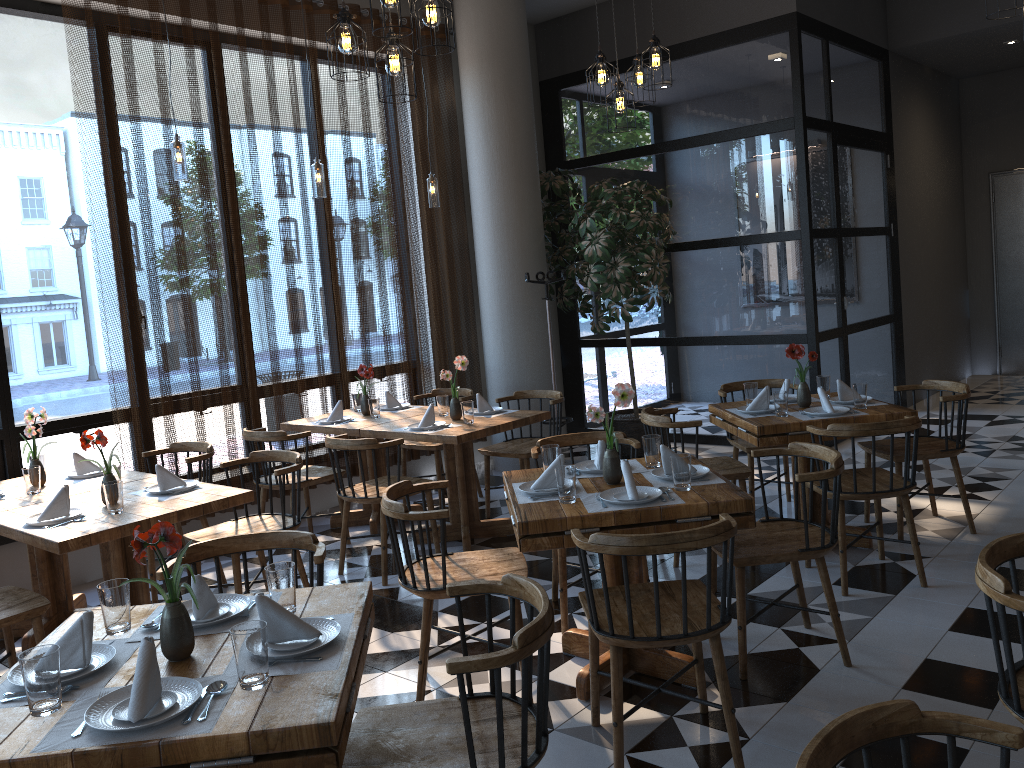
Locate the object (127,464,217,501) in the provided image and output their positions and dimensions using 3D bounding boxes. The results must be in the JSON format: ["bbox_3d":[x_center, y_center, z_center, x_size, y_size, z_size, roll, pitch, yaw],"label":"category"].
[{"bbox_3d":[-1.585,0.428,4.124,0.352,0.136,0.273,1,8,41],"label":"object"}]

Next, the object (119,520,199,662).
[{"bbox_3d":[-0.830,0.490,2.093,0.156,0.354,0.171,-4,5,7],"label":"object"}]

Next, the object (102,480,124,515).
[{"bbox_3d":[-1.682,0.482,3.748,0.080,0.132,0.080,-2,5,26],"label":"object"}]

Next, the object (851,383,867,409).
[{"bbox_3d":[1.868,0.066,4.754,0.080,0.132,0.080,-7,5,-24],"label":"object"}]

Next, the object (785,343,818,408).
[{"bbox_3d":[1.627,-0.052,4.977,0.156,0.354,0.171,-5,5,-2],"label":"object"}]

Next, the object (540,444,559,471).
[{"bbox_3d":[0.164,0.327,3.739,0.080,0.132,0.080,-8,6,-34],"label":"object"}]

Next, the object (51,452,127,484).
[{"bbox_3d":[-2.255,0.416,4.708,0.352,0.136,0.273,1,8,41],"label":"object"}]

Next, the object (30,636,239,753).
[{"bbox_3d":[-0.784,0.622,1.868,0.352,0.136,0.273,-5,6,-3],"label":"object"}]

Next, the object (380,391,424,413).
[{"bbox_3d":[-0.846,0.109,6.330,0.352,0.136,0.273,1,8,41],"label":"object"}]

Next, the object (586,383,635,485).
[{"bbox_3d":[0.402,0.200,3.505,0.207,0.399,0.146,-8,6,-37],"label":"object"}]

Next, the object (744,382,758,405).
[{"bbox_3d":[1.392,0.059,5.152,0.080,0.132,0.080,-3,5,16],"label":"object"}]

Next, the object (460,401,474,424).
[{"bbox_3d":[-0.267,0.173,5.376,0.080,0.132,0.080,-2,5,26],"label":"object"}]

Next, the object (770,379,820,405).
[{"bbox_3d":[1.608,0.031,5.218,0.352,0.136,0.273,-5,6,-3],"label":"object"}]

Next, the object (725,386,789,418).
[{"bbox_3d":[1.366,0.085,4.930,0.272,0.136,0.353,-5,6,-4],"label":"object"}]

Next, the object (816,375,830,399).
[{"bbox_3d":[1.824,0.019,5.182,0.080,0.132,0.080,-7,5,-24],"label":"object"}]

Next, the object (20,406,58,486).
[{"bbox_3d":[-2.411,0.320,4.515,0.206,0.399,0.147,0,7,45],"label":"object"}]

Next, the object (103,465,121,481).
[{"bbox_3d":[-1.864,0.451,4.143,0.080,0.132,0.080,-2,5,26],"label":"object"}]

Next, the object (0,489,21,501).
[{"bbox_3d":[-2.598,0.492,4.304,0.352,0.136,0.273,1,8,41],"label":"object"}]

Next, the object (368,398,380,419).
[{"bbox_3d":[-0.922,0.162,5.947,0.080,0.132,0.080,-8,6,-34],"label":"object"}]

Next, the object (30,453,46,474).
[{"bbox_3d":[-2.518,0.440,4.714,0.080,0.132,0.080,-6,5,-14],"label":"object"}]

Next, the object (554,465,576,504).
[{"bbox_3d":[0.203,0.375,3.300,0.080,0.132,0.080,-8,6,-34],"label":"object"}]

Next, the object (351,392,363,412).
[{"bbox_3d":[-1.104,0.132,6.342,0.080,0.132,0.080,-8,6,-34],"label":"object"}]

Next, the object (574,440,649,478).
[{"bbox_3d":[0.382,0.299,3.803,0.352,0.136,0.273,-5,6,-3],"label":"object"}]

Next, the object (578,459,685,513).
[{"bbox_3d":[0.429,0.357,3.268,0.352,0.136,0.273,-5,6,-3],"label":"object"}]

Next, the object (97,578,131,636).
[{"bbox_3d":[-1.048,0.592,2.344,0.080,0.132,0.080,-9,7,-43],"label":"object"}]

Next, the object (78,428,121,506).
[{"bbox_3d":[-1.805,0.365,3.879,0.156,0.354,0.172,-3,5,20],"label":"object"}]

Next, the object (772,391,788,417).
[{"bbox_3d":[1.431,0.107,4.712,0.080,0.132,0.080,-8,6,-34],"label":"object"}]

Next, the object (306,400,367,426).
[{"bbox_3d":[-1.189,0.185,5.926,0.352,0.136,0.273,1,8,41],"label":"object"}]

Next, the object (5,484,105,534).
[{"bbox_3d":[-1.928,0.504,3.720,0.352,0.136,0.273,1,8,41],"label":"object"}]

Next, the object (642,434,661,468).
[{"bbox_3d":[0.596,0.287,3.769,0.080,0.132,0.080,-8,6,-34],"label":"object"}]

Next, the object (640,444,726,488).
[{"bbox_3d":[0.670,0.303,3.556,0.272,0.136,0.353,-5,6,-4],"label":"object"}]

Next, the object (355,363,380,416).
[{"bbox_3d":[-0.997,0.034,6.142,0.156,0.354,0.172,-3,5,17],"label":"object"}]

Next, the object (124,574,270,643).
[{"bbox_3d":[-0.830,0.564,2.403,0.352,0.136,0.273,-5,6,-3],"label":"object"}]

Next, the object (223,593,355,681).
[{"bbox_3d":[-0.543,0.569,2.156,0.272,0.136,0.353,-5,6,-4],"label":"object"}]

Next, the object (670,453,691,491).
[{"bbox_3d":[0.640,0.333,3.341,0.080,0.132,0.080,-8,6,-34],"label":"object"}]

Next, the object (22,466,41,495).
[{"bbox_3d":[-2.336,0.471,4.318,0.080,0.132,0.080,-6,5,-14],"label":"object"}]

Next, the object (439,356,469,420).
[{"bbox_3d":[-0.346,0.027,5.535,0.146,0.399,0.207,-2,6,34],"label":"object"}]

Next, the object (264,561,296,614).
[{"bbox_3d":[-0.616,0.552,2.375,0.080,0.132,0.080,-9,7,-43],"label":"object"}]

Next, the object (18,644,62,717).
[{"bbox_3d":[-1.009,0.640,1.905,0.080,0.132,0.080,-8,6,-34],"label":"object"}]

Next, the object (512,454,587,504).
[{"bbox_3d":[0.141,0.353,3.515,0.272,0.136,0.353,-5,6,-4],"label":"object"}]

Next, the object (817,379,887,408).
[{"bbox_3d":[1.896,0.035,4.971,0.272,0.136,0.353,-5,6,-4],"label":"object"}]

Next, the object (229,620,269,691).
[{"bbox_3d":[-0.572,0.598,1.946,0.080,0.132,0.080,-9,7,-43],"label":"object"}]

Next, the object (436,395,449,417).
[{"bbox_3d":[-0.449,0.143,5.771,0.080,0.132,0.080,-2,5,26],"label":"object"}]

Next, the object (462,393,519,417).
[{"bbox_3d":[-0.176,0.120,5.746,0.352,0.136,0.273,1,8,41],"label":"object"}]

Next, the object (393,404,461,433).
[{"bbox_3d":[-0.519,0.196,5.342,0.352,0.136,0.273,1,8,41],"label":"object"}]

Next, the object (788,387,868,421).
[{"bbox_3d":[1.654,0.089,4.684,0.352,0.136,0.273,-5,6,-3],"label":"object"}]
